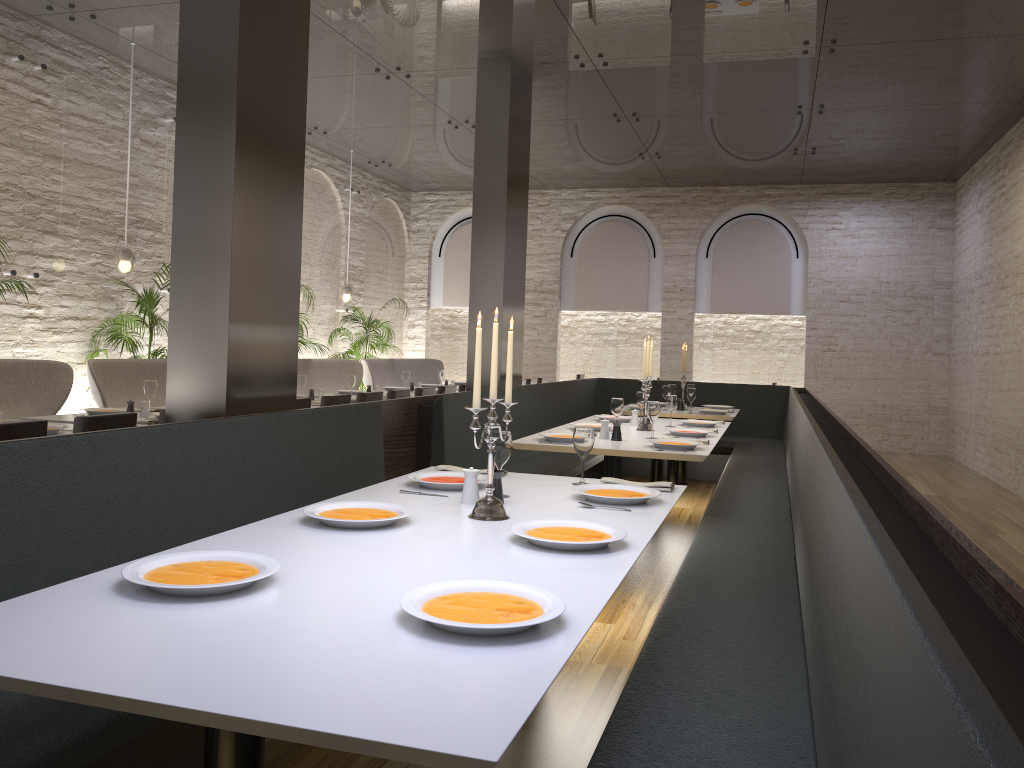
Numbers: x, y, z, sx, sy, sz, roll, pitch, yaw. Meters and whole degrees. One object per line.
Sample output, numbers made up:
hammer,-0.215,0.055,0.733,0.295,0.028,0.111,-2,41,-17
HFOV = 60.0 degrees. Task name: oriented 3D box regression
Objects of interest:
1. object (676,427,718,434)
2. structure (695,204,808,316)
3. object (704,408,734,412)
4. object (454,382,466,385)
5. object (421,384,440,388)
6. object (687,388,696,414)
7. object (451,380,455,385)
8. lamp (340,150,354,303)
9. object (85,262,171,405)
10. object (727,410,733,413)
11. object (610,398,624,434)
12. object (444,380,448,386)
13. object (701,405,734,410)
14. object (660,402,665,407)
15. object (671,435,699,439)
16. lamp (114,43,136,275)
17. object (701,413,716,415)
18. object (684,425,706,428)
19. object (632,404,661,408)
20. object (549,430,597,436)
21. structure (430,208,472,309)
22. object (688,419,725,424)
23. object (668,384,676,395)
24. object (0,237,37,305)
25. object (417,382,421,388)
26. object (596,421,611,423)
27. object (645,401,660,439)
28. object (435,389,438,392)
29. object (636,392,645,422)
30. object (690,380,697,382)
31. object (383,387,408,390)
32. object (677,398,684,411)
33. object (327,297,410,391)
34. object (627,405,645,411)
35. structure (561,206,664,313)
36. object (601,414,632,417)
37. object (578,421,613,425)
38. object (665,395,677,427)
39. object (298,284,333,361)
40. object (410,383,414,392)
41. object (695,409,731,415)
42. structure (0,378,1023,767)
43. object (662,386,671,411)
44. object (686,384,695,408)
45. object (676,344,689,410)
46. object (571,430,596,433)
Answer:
object,1.275,0.319,6.102,0.273,0.033,0.142,3,2,17
structure,3.622,-1.887,13.408,1.634,1.675,0.098,2,0,17
object,1.967,0.251,8.432,0.273,0.033,0.142,3,2,17
object,-0.720,-0.006,12.418,0.321,0.036,0.322,0,3,-36
object,-1.045,0.026,11.325,0.321,0.036,0.322,0,3,-36
object,1.612,0.151,7.971,0.086,0.231,0.086,2,0,-38
object,-0.748,0.001,11.214,0.059,0.109,0.059,2,1,-38
lamp,-2.173,-2.097,11.834,0.177,2.041,0.178,2,0,-4
object,-3.313,-0.124,8.044,1.187,1.975,1.146,2,1,-43
object,1.923,0.256,8.283,0.273,0.033,0.142,3,2,17
object,0.678,0.207,5.729,0.086,0.231,0.086,2,0,17
object,-0.829,-0.001,11.190,0.059,0.109,0.059,2,1,-38
object,2.031,0.234,8.741,0.321,0.036,0.322,1,2,-25
object,1.424,0.206,8.923,0.322,0.036,0.321,2,2,12
object,1.092,0.334,5.595,0.181,0.015,0.038,3,2,18
lamp,-3.372,-1.979,7.802,0.178,2.041,0.177,2,0,38
object,1.763,0.268,7.852,0.181,0.015,0.038,3,2,18
object,1.337,0.310,6.418,0.181,0.015,0.038,3,2,18
object,1.310,0.221,8.634,0.273,0.033,0.142,3,2,17
object,0.381,0.312,5.509,0.273,0.033,0.142,3,2,17
structure,-0.574,-2.082,14.658,1.634,1.675,0.098,2,0,17
object,1.520,0.295,6.926,0.273,0.033,0.142,3,2,17
object,1.578,0.119,8.755,0.086,0.231,0.086,2,0,-38
object,-3.914,-0.065,6.020,1.187,1.975,1.146,2,1,-43
object,-1.063,0.032,10.156,0.059,0.109,0.059,2,1,-38
object,0.718,0.285,6.579,0.185,0.010,0.017,3,2,17
object,0.871,0.224,5.478,0.086,0.231,0.086,2,0,-31
object,-0.845,0.081,10.112,0.321,0.036,0.322,0,3,-36
object,0.992,0.177,6.783,0.086,0.231,0.086,2,0,28
object,2.124,0.073,10.391,0.086,0.231,0.086,2,0,-44
object,-1.359,0.057,10.268,0.321,0.036,0.322,0,3,-36
object,1.590,0.192,8.357,0.068,0.126,0.069,2,0,-32
object,-2.024,-0.249,12.329,1.145,1.975,1.188,2,0,-3
object,1.211,0.227,8.208,0.321,0.036,0.322,2,2,-8
structure,1.592,-1.981,14.013,1.634,1.675,0.098,2,0,17
object,0.860,0.265,7.123,0.273,0.033,0.142,3,2,17
object,0.615,0.289,6.299,0.273,0.033,0.142,3,2,17
object,1.155,0.196,6.434,0.086,0.231,0.086,2,0,28
object,-2.742,-0.181,9.972,1.144,1.975,1.189,2,1,-33
object,-1.143,0.030,10.133,0.059,0.109,0.059,2,1,-38
object,1.818,0.255,8.025,0.321,0.036,0.322,2,2,-8
structure,0.427,0.621,4.514,2.372,1.000,10.748,3,2,16
object,1.449,0.132,8.320,0.086,0.231,0.086,2,0,-38
object,1.792,0.121,8.887,0.086,0.231,0.086,2,0,-13
object,1.644,-0.082,8.482,0.131,0.657,0.390,2,0,27
object,0.473,0.309,5.755,0.185,0.010,0.017,3,2,17
